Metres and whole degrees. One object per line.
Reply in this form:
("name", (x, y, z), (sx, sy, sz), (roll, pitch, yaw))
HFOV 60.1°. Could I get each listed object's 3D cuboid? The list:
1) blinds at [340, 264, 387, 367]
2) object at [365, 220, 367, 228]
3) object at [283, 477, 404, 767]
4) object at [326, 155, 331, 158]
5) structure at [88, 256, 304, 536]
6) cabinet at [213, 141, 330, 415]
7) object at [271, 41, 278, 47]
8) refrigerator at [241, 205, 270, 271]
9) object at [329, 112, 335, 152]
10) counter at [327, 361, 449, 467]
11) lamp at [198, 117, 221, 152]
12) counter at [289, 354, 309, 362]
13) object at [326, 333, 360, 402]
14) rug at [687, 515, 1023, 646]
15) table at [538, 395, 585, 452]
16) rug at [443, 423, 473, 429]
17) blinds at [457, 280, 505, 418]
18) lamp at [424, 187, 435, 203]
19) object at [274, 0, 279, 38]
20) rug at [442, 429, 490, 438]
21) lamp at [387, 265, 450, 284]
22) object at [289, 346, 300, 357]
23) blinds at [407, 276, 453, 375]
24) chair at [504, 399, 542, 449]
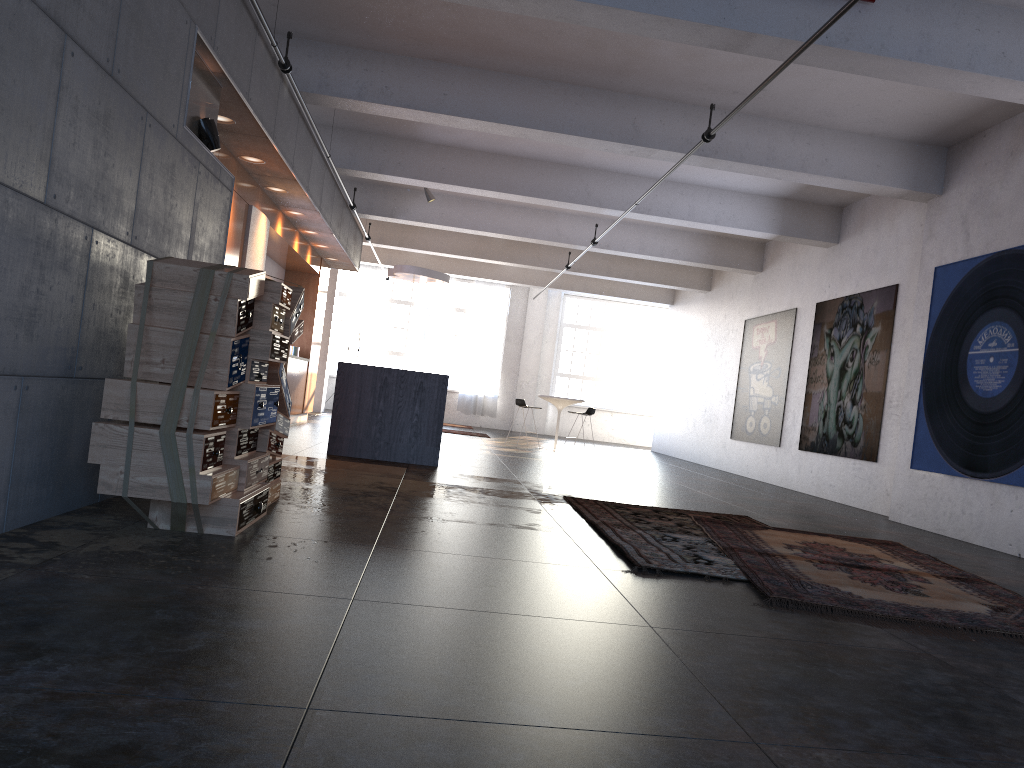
("blinds", (-3.743, -1.405, 22.489), (1.038, 3.674, 0.359), (7, 0, -8))
("object", (-3.484, -0.586, 12.205), (0.057, 0.060, 0.053), (7, -1, 17))
("object", (-2.321, 0.828, 9.340), (19.842, 0.001, 27.074), (7, -1, -5))
("object", (-3.554, -0.553, 12.217), (0.052, 0.053, 0.062), (7, -1, 1))
("structure", (-1.529, 0.030, 4.755), (0.641, 1.315, 1.904), (7, -1, -5))
("cabinet", (-4.175, -0.968, 11.323), (2.390, 2.562, 8.068), (7, -1, -5))
("object", (-3.530, -0.595, 12.227), (0.063, 0.051, 0.052), (7, -1, -14))
("refrigerator", (-2.896, -0.746, 9.500), (0.221, 2.191, 0.949), (7, 0, -8))
("object", (-3.515, -0.553, 12.178), (0.050, 0.053, 0.065), (7, -1, 32))
("counter", (-1.552, 0.350, 12.464), (1.147, 0.971, 6.625), (7, -1, -5))
("lamp", (-2.037, -1.640, 5.877), (0.215, 0.258, 0.168), (7, 0, -25))
("counter", (-3.911, -0.500, 12.109), (1.615, 0.039, 4.439), (7, -1, -5))
("object", (-3.775, -0.247, 20.487), (1.186, 1.919, 1.050), (7, 0, -6))
("rug", (2.123, 1.126, 5.494), (1.871, 0.048, 3.532), (7, -1, 4))
("table", (0.827, 0.715, 15.913), (0.832, 0.951, 0.825), (7, -1, -6))
("rug", (-2.518, 0.884, 21.642), (3.147, 0.009, 1.805), (7, -1, -7))
("blinds", (-0.703, -1.040, 22.874), (1.036, 3.750, 0.340), (7, 0, -9))
("lamp", (-1.273, -2.933, 13.610), (0.225, 0.287, 0.130), (7, 0, -23))
("object", (-3.563, -0.604, 12.094), (0.058, 0.060, 0.051), (7, -1, 29))
("rug", (-1.906, 0.880, 18.012), (2.899, 0.029, 1.845), (7, -1, -6))
("lamp", (-1.697, -1.876, 15.158), (1.056, 0.130, 1.030), (6, -1, 40))
("object", (-3.492, -0.515, 14.123), (0.186, 0.170, 0.195), (6, -1, 43))
("blinds", (-2.059, -1.205, 22.695), (1.043, 3.697, 0.336), (7, 0, -10))
("chair", (0.225, 0.724, 15.515), (0.515, 0.895, 0.455), (7, 0, -29))
